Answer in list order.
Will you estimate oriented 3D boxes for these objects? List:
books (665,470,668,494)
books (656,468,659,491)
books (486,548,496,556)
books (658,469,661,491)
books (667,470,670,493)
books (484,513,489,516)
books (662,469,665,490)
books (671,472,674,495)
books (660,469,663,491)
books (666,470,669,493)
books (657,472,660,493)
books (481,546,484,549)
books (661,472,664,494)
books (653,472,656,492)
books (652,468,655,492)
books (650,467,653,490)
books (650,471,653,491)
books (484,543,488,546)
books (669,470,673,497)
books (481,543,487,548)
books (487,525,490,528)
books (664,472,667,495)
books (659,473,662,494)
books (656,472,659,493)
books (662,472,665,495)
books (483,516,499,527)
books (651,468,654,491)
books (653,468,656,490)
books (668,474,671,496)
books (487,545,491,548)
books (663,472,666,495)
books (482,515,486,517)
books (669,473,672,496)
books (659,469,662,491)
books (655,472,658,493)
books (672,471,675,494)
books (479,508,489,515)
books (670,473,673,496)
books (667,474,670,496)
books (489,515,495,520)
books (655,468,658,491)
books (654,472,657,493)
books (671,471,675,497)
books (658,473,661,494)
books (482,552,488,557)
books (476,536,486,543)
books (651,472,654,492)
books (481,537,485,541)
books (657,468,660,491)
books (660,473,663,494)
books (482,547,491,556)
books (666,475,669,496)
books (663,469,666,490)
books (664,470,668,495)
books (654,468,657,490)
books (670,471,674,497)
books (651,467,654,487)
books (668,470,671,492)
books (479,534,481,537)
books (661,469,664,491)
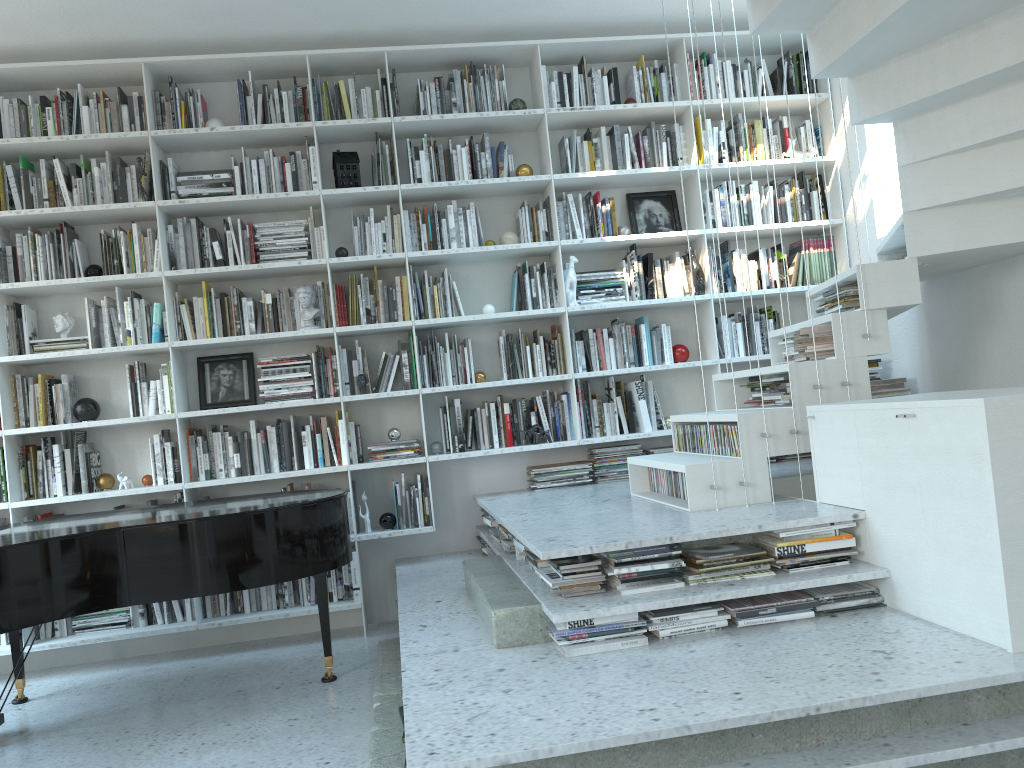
[{"bbox_3d":[0.749,0.428,3.959,0.125,0.125,0.008,-6,-1,-8],"label":"books"},{"bbox_3d":[0.731,0.434,4.090,0.125,0.125,0.008,-6,-1,-8],"label":"books"},{"bbox_3d":[-0.017,0.818,4.343,0.181,0.017,0.250,-6,-2,-11],"label":"books"},{"bbox_3d":[0.735,0.433,4.059,0.125,0.125,0.007,-6,-1,-8],"label":"books"},{"bbox_3d":[0.754,0.427,3.928,0.125,0.125,0.008,-6,-1,-8],"label":"books"},{"bbox_3d":[-0.060,0.726,4.933,0.156,0.009,0.287,-6,-2,-10],"label":"books"},{"bbox_3d":[0.744,0.430,3.998,0.125,0.125,0.008,-6,-1,-8],"label":"books"},{"bbox_3d":[0.761,0.424,3.876,0.125,0.125,0.007,-6,-1,-8],"label":"books"},{"bbox_3d":[0.739,0.431,4.030,0.125,0.125,0.008,-6,-1,-8],"label":"books"},{"bbox_3d":[0.751,0.427,3.944,0.125,0.125,0.008,-6,-1,-8],"label":"books"},{"bbox_3d":[0.732,0.434,4.081,0.125,0.125,0.008,-6,-1,-8],"label":"books"},{"bbox_3d":[-0.082,0.919,4.959,0.163,0.019,0.187,-6,-2,-9],"label":"books"},{"bbox_3d":[0.741,0.431,4.021,0.125,0.125,0.009,-6,-1,-8],"label":"books"},{"bbox_3d":[0.723,0.436,4.144,0.125,0.125,0.007,-6,-1,-8],"label":"books"},{"bbox_3d":[0.722,0.437,4.152,0.125,0.125,0.010,-6,-1,-8],"label":"books"},{"bbox_3d":[0.718,0.438,4.183,0.125,0.125,0.007,-6,-1,-8],"label":"books"},{"bbox_3d":[0.717,0.439,4.191,0.125,0.125,0.009,-6,-1,-8],"label":"books"},{"bbox_3d":[-0.085,0.872,4.960,0.158,0.012,0.279,-6,-2,-9],"label":"books"},{"bbox_3d":[0.758,0.425,3.899,0.125,0.125,0.007,-6,-1,-8],"label":"books"},{"bbox_3d":[-0.087,0.885,4.959,0.170,0.012,0.215,-6,-2,-8],"label":"books"},{"bbox_3d":[-0.058,0.768,4.932,0.163,0.017,0.232,-6,-2,-6],"label":"books"},{"bbox_3d":[0.747,0.429,3.975,0.125,0.125,0.007,-6,-1,-8],"label":"books"},{"bbox_3d":[0.736,0.432,4.052,0.125,0.125,0.008,-6,-1,-8],"label":"books"},{"bbox_3d":[0.730,0.434,4.097,0.125,0.125,0.008,-6,-1,-8],"label":"books"},{"bbox_3d":[0.743,0.430,4.006,0.125,0.125,0.007,-6,-1,-8],"label":"books"},{"bbox_3d":[-0.038,0.709,4.643,0.189,0.030,0.238,-6,-2,-11],"label":"books"},{"bbox_3d":[0.720,0.437,4.168,0.125,0.125,0.008,-6,-1,-8],"label":"books"},{"bbox_3d":[0.725,0.436,4.135,0.125,0.125,0.009,-6,-1,-8],"label":"books"},{"bbox_3d":[0.755,0.426,3.921,0.125,0.125,0.007,-6,-1,-8],"label":"books"},{"bbox_3d":[-0.042,0.855,4.652,0.159,0.009,0.228,-6,-2,-7],"label":"books"},{"bbox_3d":[0.745,0.429,3.990,0.125,0.125,0.009,-6,-1,-8],"label":"books"},{"bbox_3d":[-0.066,0.737,4.932,0.179,0.012,0.261,-6,-2,-8],"label":"books"},{"bbox_3d":[0.757,0.426,3.906,0.125,0.125,0.009,-6,-1,-8],"label":"books"},{"bbox_3d":[0.737,0.432,4.045,0.125,0.125,0.008,-6,-1,-8],"label":"books"},{"bbox_3d":[0.728,0.435,4.112,0.125,0.125,0.008,-6,-1,-8],"label":"books"},{"bbox_3d":[0.763,0.424,3.861,0.125,0.125,0.010,-6,-1,-8],"label":"books"},{"bbox_3d":[-0.076,0.697,4.932,0.171,0.015,0.253,-6,-2,-13],"label":"books"},{"bbox_3d":[0.759,0.425,3.892,0.125,0.125,0.008,-6,-1,-8],"label":"books"},{"bbox_3d":[0.752,0.427,3.937,0.125,0.125,0.009,-6,-1,-8],"label":"books"},{"bbox_3d":[-0.029,0.690,4.645,0.171,0.007,0.206,-6,-2,-6],"label":"books"},{"bbox_3d":[0.729,0.435,4.105,0.125,0.125,0.008,-6,-1,-8],"label":"books"},{"bbox_3d":[0.726,0.436,4.128,0.125,0.125,0.009,-6,-1,-8],"label":"books"},{"bbox_3d":[0.762,0.424,3.869,0.125,0.125,0.007,-6,-1,-8],"label":"books"},{"bbox_3d":[0.734,0.433,4.067,0.125,0.125,0.007,-6,-1,-8],"label":"books"},{"bbox_3d":[-0.056,0.896,4.648,0.187,0.009,0.261,-6,-2,-5],"label":"books"},{"bbox_3d":[-0.099,0.859,4.958,0.184,0.006,0.262,-6,-2,-7],"label":"books"},{"bbox_3d":[0.719,0.438,4.175,0.125,0.125,0.007,-6,-1,-8],"label":"books"},{"bbox_3d":[-0.093,0.851,4.960,0.159,0.009,0.210,-6,-2,-4],"label":"books"},{"bbox_3d":[0.733,0.433,4.074,0.125,0.125,0.007,-6,-1,-8],"label":"books"},{"bbox_3d":[0.738,0.432,4.037,0.125,0.125,0.007,-6,-1,-8],"label":"books"},{"bbox_3d":[-0.054,0.869,4.649,0.180,0.017,0.183,-6,-2,-11],"label":"books"},{"bbox_3d":[0.750,0.428,3.952,0.125,0.125,0.008,-6,-1,-8],"label":"books"},{"bbox_3d":[0.746,0.429,3.983,0.125,0.125,0.008,-6,-1,-8],"label":"books"},{"bbox_3d":[0.748,0.428,3.967,0.125,0.125,0.008,-6,-1,-8],"label":"books"},{"bbox_3d":[0.727,0.435,4.120,0.125,0.125,0.007,-6,-1,-8],"label":"books"},{"bbox_3d":[0.760,0.425,3.884,0.125,0.125,0.007,-6,-1,-8],"label":"books"},{"bbox_3d":[0.721,0.437,4.161,0.125,0.125,0.008,-6,-1,-8],"label":"books"},{"bbox_3d":[0.756,0.426,3.914,0.125,0.125,0.008,-6,-1,-8],"label":"books"},{"bbox_3d":[-0.099,0.828,4.959,0.174,0.009,0.240,-6,-2,-6],"label":"books"},{"bbox_3d":[0.742,0.430,4.013,0.125,0.125,0.007,-6,-1,-8],"label":"books"}]
